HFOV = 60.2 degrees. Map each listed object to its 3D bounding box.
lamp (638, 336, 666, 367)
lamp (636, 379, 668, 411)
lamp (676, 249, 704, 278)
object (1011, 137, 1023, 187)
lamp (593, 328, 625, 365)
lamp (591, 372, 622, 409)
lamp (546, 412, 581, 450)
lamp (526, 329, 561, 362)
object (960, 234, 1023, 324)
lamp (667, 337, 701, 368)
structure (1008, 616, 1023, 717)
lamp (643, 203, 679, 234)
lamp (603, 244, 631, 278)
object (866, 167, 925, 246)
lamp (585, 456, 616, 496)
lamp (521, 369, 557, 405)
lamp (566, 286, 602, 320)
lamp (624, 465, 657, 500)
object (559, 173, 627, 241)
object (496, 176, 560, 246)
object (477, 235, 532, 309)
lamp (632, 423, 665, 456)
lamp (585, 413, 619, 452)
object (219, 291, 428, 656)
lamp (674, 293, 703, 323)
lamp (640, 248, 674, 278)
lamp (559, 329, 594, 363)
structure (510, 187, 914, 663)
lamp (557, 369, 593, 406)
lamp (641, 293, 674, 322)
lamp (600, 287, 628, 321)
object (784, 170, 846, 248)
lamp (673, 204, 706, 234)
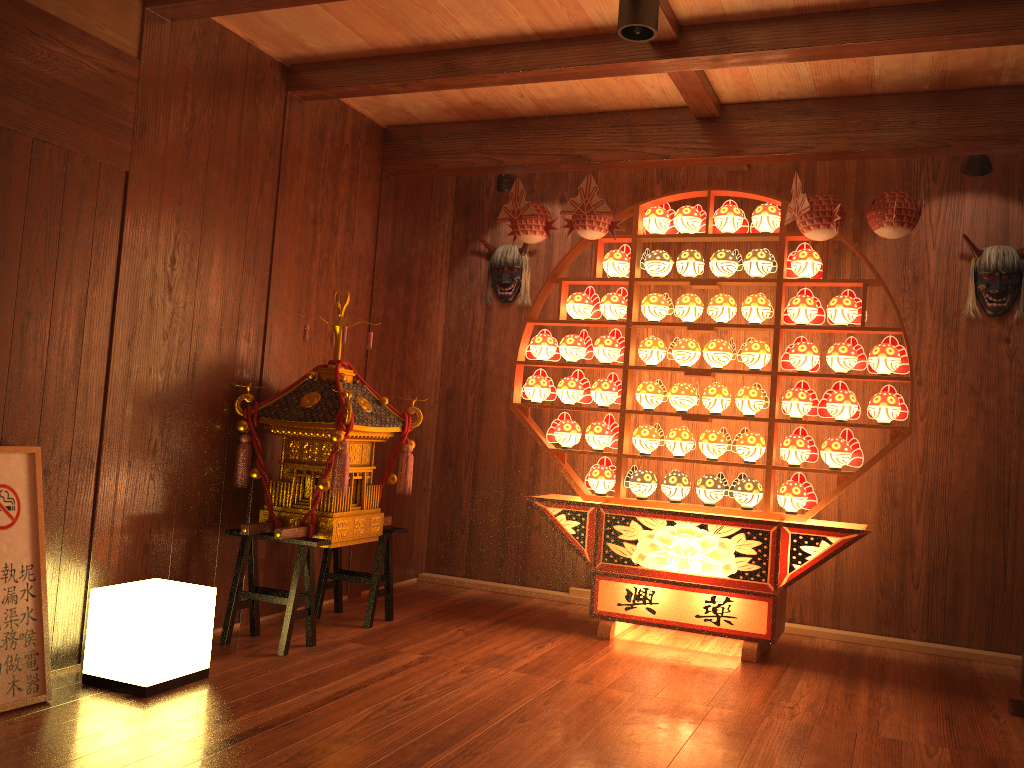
[{"bbox_3d":[0.701,-0.167,4.410,0.139,0.167,0.157,4,-3,3],"label":"lamp"},{"bbox_3d":[0.681,0.052,4.403,0.134,0.167,0.162,1,-4,43],"label":"lamp"},{"bbox_3d":[0.882,-0.595,4.378,0.137,0.161,0.159,3,-3,13],"label":"lamp"},{"bbox_3d":[1.976,-0.564,2.901,0.562,1.260,0.719,4,-3,12],"label":"object"},{"bbox_3d":[0.479,-0.195,4.500,0.193,0.200,0.162,2,-4,37],"label":"lamp"},{"bbox_3d":[0.465,0.028,4.487,0.176,0.192,0.162,2,-4,38],"label":"lamp"},{"bbox_3d":[0.291,0.240,4.543,0.190,0.194,0.154,5,-3,-18],"label":"lamp"},{"bbox_3d":[0.164,-0.205,4.622,0.189,0.187,0.157,4,-3,2],"label":"lamp"},{"bbox_3d":[2.406,-0.506,4.362,0.355,0.454,0.141,3,-3,22],"label":"object"},{"bbox_3d":[0.866,-0.155,4.355,0.144,0.161,0.151,6,-4,-37],"label":"lamp"},{"bbox_3d":[1.983,0.627,3.118,0.265,1.250,0.817,3,-3,20],"label":"structure"},{"bbox_3d":[0.727,-0.843,4.458,0.194,0.200,0.162,2,-4,32],"label":"lamp"},{"bbox_3d":[0.530,-0.633,4.517,0.193,0.200,0.162,2,-4,37],"label":"lamp"},{"bbox_3d":[1.656,-0.785,3.833,0.223,0.318,0.374,3,-3,19],"label":"object"},{"bbox_3d":[0.453,0.465,4.459,0.192,0.197,0.159,4,-3,12],"label":"lamp"},{"bbox_3d":[0.134,0.010,4.616,0.188,0.195,0.158,4,-3,7],"label":"lamp"},{"bbox_3d":[0.343,-0.422,4.574,0.162,0.200,0.193,7,-4,-42],"label":"lamp"},{"bbox_3d":[0.656,0.491,4.382,0.144,0.167,0.151,6,-4,-37],"label":"lamp"},{"bbox_3d":[0.396,-0.851,4.325,0.339,0.306,0.220,3,-3,22],"label":"object"},{"bbox_3d":[0.096,-0.857,4.433,0.246,0.311,0.352,7,-4,-42],"label":"object"},{"bbox_3d":[-0.038,-0.661,5.311,0.355,0.454,0.141,3,-3,22],"label":"object"},{"bbox_3d":[0.662,0.272,4.395,0.162,0.167,0.134,6,-4,-37],"label":"lamp"},{"bbox_3d":[0.436,0.243,4.479,0.162,0.200,0.193,7,-4,-42],"label":"lamp"},{"bbox_3d":[-0.819,0.337,3.935,0.593,1.515,0.828,3,-3,23],"label":"object"},{"bbox_3d":[0.875,-0.375,4.364,0.139,0.161,0.157,4,-3,3],"label":"lamp"},{"bbox_3d":[0.745,-0.605,4.445,0.152,0.167,0.144,2,-4,38],"label":"lamp"},{"bbox_3d":[0.307,-0.199,4.569,0.162,0.191,0.175,6,-4,-37],"label":"lamp"},{"bbox_3d":[0.905,0.135,4.313,1.915,2.196,0.501,3,-3,21],"label":"structure"},{"bbox_3d":[0.296,0.016,4.552,0.194,0.200,0.162,2,-4,32],"label":"lamp"},{"bbox_3d":[0.711,-0.387,4.430,0.162,0.167,0.134,6,-4,-37],"label":"lamp"},{"bbox_3d":[0.513,-0.411,4.505,0.183,0.195,0.162,2,-4,38],"label":"lamp"},{"bbox_3d":[1.371,-0.788,3.941,0.241,0.314,0.364,4,-3,1],"label":"object"},{"bbox_3d":[0.867,-0.825,4.407,0.162,0.179,0.164,6,-4,-37],"label":"lamp"}]
